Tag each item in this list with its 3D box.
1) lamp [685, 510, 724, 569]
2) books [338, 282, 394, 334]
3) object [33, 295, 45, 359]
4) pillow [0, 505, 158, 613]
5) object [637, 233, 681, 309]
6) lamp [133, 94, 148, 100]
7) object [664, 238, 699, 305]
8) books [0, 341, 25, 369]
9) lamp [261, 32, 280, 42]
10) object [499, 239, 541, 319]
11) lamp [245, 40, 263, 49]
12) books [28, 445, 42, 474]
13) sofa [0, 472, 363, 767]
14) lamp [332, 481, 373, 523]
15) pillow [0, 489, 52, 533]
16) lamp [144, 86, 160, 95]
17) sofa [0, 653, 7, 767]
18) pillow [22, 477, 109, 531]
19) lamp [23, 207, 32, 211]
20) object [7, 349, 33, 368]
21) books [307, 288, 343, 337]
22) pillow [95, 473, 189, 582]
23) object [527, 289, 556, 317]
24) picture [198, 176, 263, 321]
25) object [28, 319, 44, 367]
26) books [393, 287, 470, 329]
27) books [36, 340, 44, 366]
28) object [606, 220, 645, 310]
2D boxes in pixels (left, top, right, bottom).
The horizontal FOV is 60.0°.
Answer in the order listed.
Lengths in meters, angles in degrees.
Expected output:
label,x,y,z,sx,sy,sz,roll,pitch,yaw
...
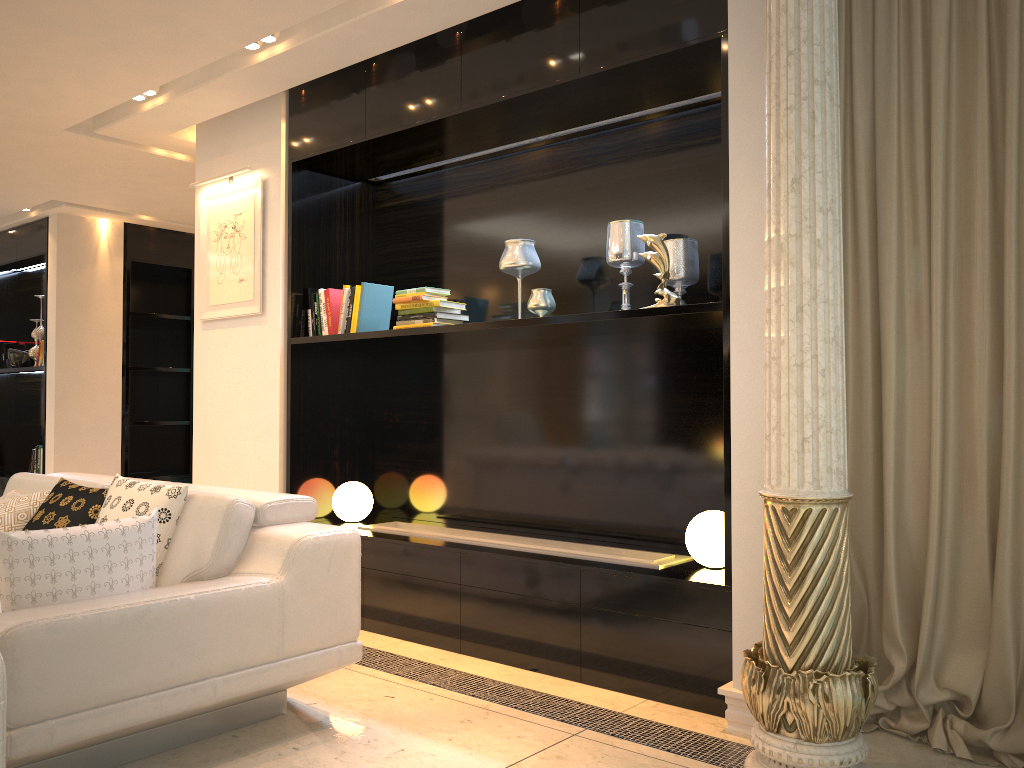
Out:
label,x,y,z,sx,sy,sz,roll,pitch,yaw
lamp,0.760,0.582,3.330,0.213,0.214,0.212,0,-2,0
books,-0.745,-0.368,4.492,0.210,0.261,0.212,-1,-2,40
object,-4.029,-0.448,7.586,0.121,0.612,0.121,-1,-2,35
pillow,-1.319,0.547,2.717,0.521,0.325,0.281,1,-2,-40
object,0.544,-0.417,3.320,0.182,0.293,0.116,-1,-2,37
lamp,-1.963,-1.555,4.647,0.107,0.127,0.107,1,-2,-39
object,0.670,-0.409,3.536,0.147,0.317,0.147,-1,-2,42
books,-4.576,-0.261,8.062,0.236,0.270,0.210,-1,-2,40
lamp,-1.079,-1.576,3.908,0.107,0.127,0.107,-1,-2,21
object,0.035,-0.443,3.945,0.181,0.381,0.181,-1,-2,34
lamp,-1.173,-1.574,3.986,0.107,0.127,0.107,1,-2,-39
books,-3.901,0.659,7.454,0.345,0.296,0.222,-1,-2,40
sofa,-1.739,0.755,3.278,2.328,0.754,1.145,-1,-2,40
lamp,-0.838,0.619,4.666,0.212,0.214,0.213,0,-2,-11
pillow,-2.114,0.594,3.644,0.521,0.329,0.351,-1,-2,40
lamp,-1.875,-1.557,4.573,0.107,0.127,0.107,1,-2,-39
sofa,-1.999,0.691,0.944,1.145,0.754,2.328,-1,-2,40
pillow,-1.756,0.552,3.359,0.524,0.355,0.323,-1,-2,40
lamp,-3.987,-1.482,7.260,0.107,0.127,0.107,-1,-2,21
object,-4.348,-0.218,7.848,0.375,0.177,0.193,-1,-2,41
books,-0.926,-0.368,4.638,0.240,0.270,0.208,-1,-2,40
pillow,-1.378,0.530,3.099,0.526,0.399,0.255,-1,-2,40
object,0.128,-0.332,3.850,0.119,0.154,0.119,1,-2,-40
picture,-1.544,-0.727,4.868,0.610,0.729,0.027,-1,-2,40
object,-4.128,-0.348,7.701,0.121,0.416,0.121,-1,-2,35
books,-0.390,-0.346,4.225,0.296,0.197,0.260,-1,-2,43
books,-3.870,-0.262,7.471,0.290,0.238,0.189,-1,-2,39
object,0.476,-0.459,3.709,0.156,0.426,0.156,2,-2,-45
